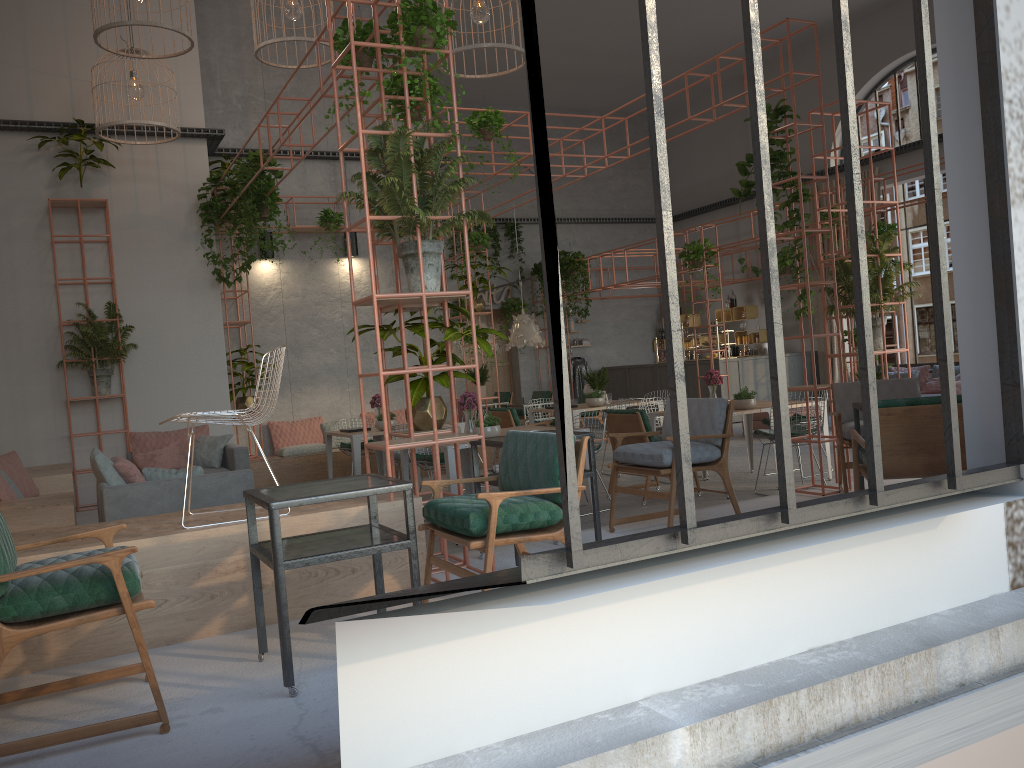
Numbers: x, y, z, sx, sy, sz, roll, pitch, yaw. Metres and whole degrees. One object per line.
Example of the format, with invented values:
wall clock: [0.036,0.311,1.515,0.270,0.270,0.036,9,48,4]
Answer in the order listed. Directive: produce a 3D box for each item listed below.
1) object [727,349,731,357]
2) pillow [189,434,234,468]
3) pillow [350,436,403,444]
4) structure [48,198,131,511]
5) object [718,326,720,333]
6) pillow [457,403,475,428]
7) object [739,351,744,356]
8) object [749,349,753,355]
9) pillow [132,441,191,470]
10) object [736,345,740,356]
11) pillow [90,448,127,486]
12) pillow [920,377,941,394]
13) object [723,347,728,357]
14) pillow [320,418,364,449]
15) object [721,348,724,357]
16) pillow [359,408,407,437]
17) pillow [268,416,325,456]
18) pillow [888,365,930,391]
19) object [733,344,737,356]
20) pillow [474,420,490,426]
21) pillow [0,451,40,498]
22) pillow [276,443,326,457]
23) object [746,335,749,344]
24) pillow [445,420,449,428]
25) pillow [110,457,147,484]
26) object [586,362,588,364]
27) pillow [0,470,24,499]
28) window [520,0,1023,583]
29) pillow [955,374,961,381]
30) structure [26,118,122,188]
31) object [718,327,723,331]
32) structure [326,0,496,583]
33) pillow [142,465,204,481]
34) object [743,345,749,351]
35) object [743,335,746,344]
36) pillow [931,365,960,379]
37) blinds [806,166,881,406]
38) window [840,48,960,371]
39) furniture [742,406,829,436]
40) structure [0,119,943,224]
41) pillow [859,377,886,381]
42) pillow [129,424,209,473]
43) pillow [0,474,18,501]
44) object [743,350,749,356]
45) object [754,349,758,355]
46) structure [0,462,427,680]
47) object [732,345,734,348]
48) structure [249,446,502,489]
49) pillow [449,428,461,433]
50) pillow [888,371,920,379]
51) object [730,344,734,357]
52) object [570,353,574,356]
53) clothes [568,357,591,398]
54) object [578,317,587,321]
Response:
object: [4.695,-0.713,19.182,0.082,0.246,0.082,-5,1,6]
pillow: [-3.276,0.733,9.561,0.495,0.349,0.308,-4,1,23]
pillow: [-1.921,0.816,12.554,0.637,0.149,0.491,-5,1,-26]
structure: [-4.951,-0.349,10.460,0.624,3.596,0.424,-5,1,-27]
object: [4.569,-1.260,19.697,0.066,0.291,0.066,-4,1,13]
pillow: [-0.893,0.509,14.207,0.276,0.474,0.839,-6,2,-36]
object: [4.887,-0.650,18.826,0.115,0.107,0.115,-5,1,-29]
object: [5.032,-0.671,18.665,0.073,0.131,0.073,-6,1,-34]
pillow: [-3.701,0.791,9.408,0.441,0.317,0.479,-4,2,45]
object: [4.884,-0.749,19.195,0.074,0.287,0.072,-5,1,5]
pillow: [-3.015,0.725,6.692,0.276,0.474,0.839,-5,1,-26]
pillow: [6.889,0.007,14.429,0.479,0.317,0.441,-4,2,45]
object: [4.654,-0.711,19.274,0.072,0.248,0.094,-5,1,-27]
pillow: [-2.407,0.713,12.762,0.666,0.385,0.289,-6,1,-31]
object: [4.602,-0.694,19.369,0.073,0.219,0.105,-5,1,-20]
pillow: [-1.833,0.611,13.027,0.839,0.474,0.276,-5,1,-6]
pillow: [-2.993,0.719,12.493,0.839,0.474,0.276,-6,2,-36]
pillow: [6.780,-0.069,15.257,0.276,0.474,0.839,-5,1,-26]
object: [4.813,-0.739,19.155,0.065,0.280,0.065,-4,1,17]
pillow: [-0.549,0.660,14.496,0.491,0.149,0.637,-5,1,-26]
pillow: [-4.720,0.884,8.297,0.276,0.474,0.839,-5,1,-6]
pillow: [-2.854,0.904,12.085,0.637,0.149,0.491,-5,1,-26]
object: [4.944,-0.936,18.621,0.069,0.191,0.069,-5,1,-9]
pillow: [-1.266,0.606,13.335,0.666,0.385,0.289,-6,1,-31]
pillow: [-2.872,0.744,6.748,0.289,0.385,0.666,-5,1,-26]
object: [1.761,-0.476,20.741,0.033,0.146,0.070,-4,1,35]
pillow: [-4.425,0.917,7.763,0.289,0.385,0.666,-6,1,-31]
window: [0.172,-2.174,2.846,4.126,5.544,0.089,-5,1,-27]
pillow: [7.041,-0.016,14.001,0.308,0.349,0.495,-4,1,23]
structure: [-5.020,-2.693,10.315,0.934,0.803,0.903,-4,1,35]
object: [4.611,-1.190,19.599,0.115,0.147,0.115,-5,1,-18]
structure: [-0.490,-0.606,5.240,0.748,3.623,0.722,-5,1,-27]
pillow: [-2.495,0.764,6.672,0.499,0.324,0.307,-5,1,9]
object: [4.967,-0.761,18.793,0.115,0.107,0.115,-4,1,30]
object: [4.903,-0.934,18.702,0.069,0.191,0.069,-5,1,9]
pillow: [7.175,-0.083,14.442,0.273,0.476,0.836,-5,1,-26]
blinds: [7.084,-1.783,15.497,0.414,4.389,4.957,-5,1,-25]
window: [7.501,-3.062,15.602,0.089,5.538,4.127,-5,1,-27]
furniture: [4.367,0.579,14.246,0.941,0.446,0.976,-5,1,-27]
structure: [0.539,-3.528,11.843,15.603,0.110,15.203,-5,1,-27]
pillow: [6.274,0.054,15.281,0.500,0.324,0.307,-5,1,9]
pillow: [-3.720,0.721,9.699,0.836,0.476,0.273,-5,1,-26]
pillow: [-4.148,0.861,7.152,0.276,0.474,0.839,-6,2,-36]
object: [4.945,-0.653,18.710,0.115,0.107,0.115,-4,1,30]
object: [5.157,-0.683,18.734,0.073,0.131,0.073,-6,1,-34]
structure: [-3.149,0.840,6.588,3.396,1.111,9.152,-5,1,-27]
object: [4.845,-0.729,19.371,0.072,0.248,0.094,-5,1,-27]
structure: [-2.874,1.142,14.968,4.386,0.500,5.831,-5,1,-27]
pillow: [-1.015,0.731,13.009,0.637,0.149,0.491,-5,1,-26]
pillow: [6.643,-0.025,15.202,0.289,0.385,0.666,-5,1,-26]
object: [4.735,-0.737,19.110,0.066,0.291,0.066,-6,2,-42]
object: [1.372,-0.694,20.543,0.093,0.121,0.049,-5,1,-24]
clothes: [1.587,-0.136,20.568,0.366,0.997,0.625,-4,2,44]
object: [1.636,-1.523,20.642,0.263,0.101,0.013,-5,1,-27]
